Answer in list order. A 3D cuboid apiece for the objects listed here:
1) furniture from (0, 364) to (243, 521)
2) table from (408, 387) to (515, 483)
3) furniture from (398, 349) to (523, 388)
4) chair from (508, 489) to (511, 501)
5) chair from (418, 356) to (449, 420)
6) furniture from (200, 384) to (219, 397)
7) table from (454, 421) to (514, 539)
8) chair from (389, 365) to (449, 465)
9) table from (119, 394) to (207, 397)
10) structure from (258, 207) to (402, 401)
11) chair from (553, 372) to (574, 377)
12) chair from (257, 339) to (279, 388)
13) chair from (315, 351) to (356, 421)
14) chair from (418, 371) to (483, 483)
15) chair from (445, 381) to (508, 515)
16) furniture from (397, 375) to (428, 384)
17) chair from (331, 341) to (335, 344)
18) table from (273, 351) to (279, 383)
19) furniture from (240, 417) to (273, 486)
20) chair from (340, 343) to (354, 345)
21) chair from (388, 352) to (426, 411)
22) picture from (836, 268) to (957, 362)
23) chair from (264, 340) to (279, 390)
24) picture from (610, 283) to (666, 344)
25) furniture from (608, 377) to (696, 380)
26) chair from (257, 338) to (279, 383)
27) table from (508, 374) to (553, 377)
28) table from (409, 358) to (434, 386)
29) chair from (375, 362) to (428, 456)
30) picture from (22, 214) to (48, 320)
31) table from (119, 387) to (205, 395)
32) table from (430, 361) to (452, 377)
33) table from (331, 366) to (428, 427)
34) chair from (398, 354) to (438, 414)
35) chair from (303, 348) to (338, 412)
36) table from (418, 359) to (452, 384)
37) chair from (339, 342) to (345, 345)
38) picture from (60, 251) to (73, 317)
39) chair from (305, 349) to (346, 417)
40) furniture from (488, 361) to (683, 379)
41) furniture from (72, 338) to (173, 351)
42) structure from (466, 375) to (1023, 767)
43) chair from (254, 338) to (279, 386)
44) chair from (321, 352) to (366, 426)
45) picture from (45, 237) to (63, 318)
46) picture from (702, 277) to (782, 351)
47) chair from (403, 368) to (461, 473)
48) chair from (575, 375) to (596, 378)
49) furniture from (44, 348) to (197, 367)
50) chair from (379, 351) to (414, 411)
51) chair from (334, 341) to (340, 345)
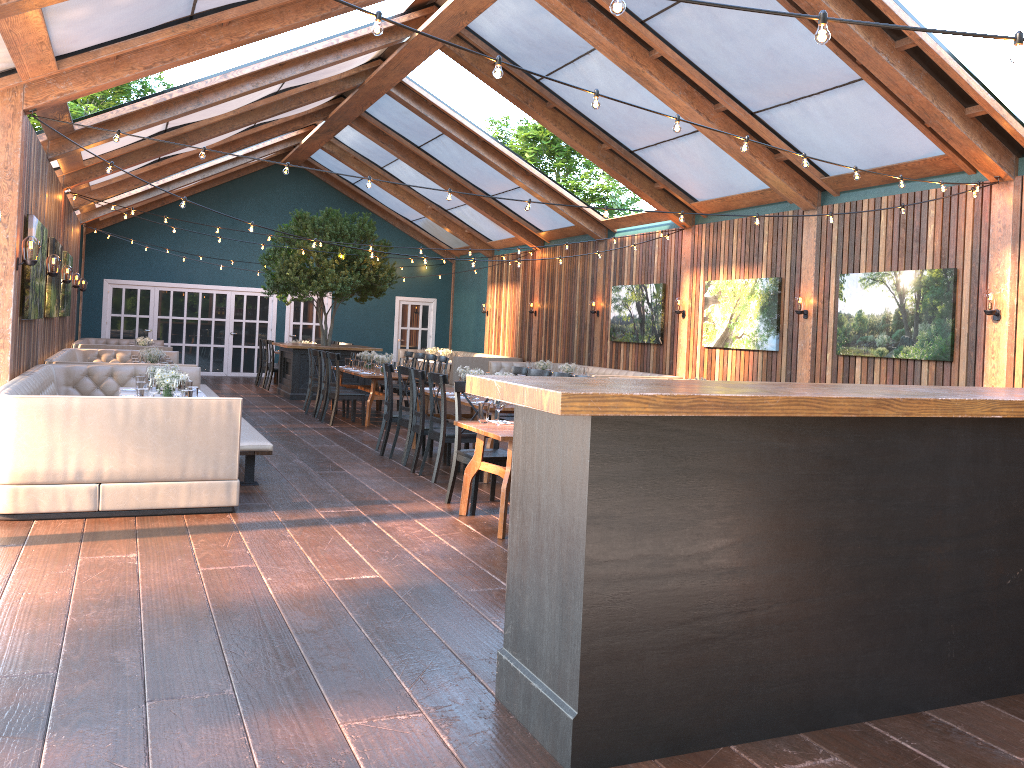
[{"bbox_3d":[-3.638,0.367,8.180,1.707,0.859,4.167,1,4,-24],"label":"furniture"},{"bbox_3d":[-0.332,0.499,9.606,0.949,0.729,2.437,2,3,-24],"label":"table"},{"bbox_3d":[-1.291,-0.292,20.751,1.707,0.859,4.167,1,4,-24],"label":"furniture"},{"bbox_3d":[0.301,0.514,7.474,0.477,1.020,0.540,3,0,-24],"label":"chair"},{"bbox_3d":[-1.233,0.090,13.244,0.539,1.020,0.478,3,0,-19],"label":"chair"},{"bbox_3d":[-4.480,0.278,12.761,0.312,0.399,2.334,2,3,-24],"label":"furniture"},{"bbox_3d":[0.826,0.711,7.023,2.428,0.730,0.952,1,2,-24],"label":"table"},{"bbox_3d":[-0.992,0.323,9.604,0.539,1.020,0.478,2,0,-27],"label":"chair"},{"bbox_3d":[-3.291,0.467,8.346,0.798,0.672,0.800,2,2,-24],"label":"table"},{"bbox_3d":[-3.552,-1.597,17.150,2.712,3.697,2.855,2,1,-15],"label":"structure"},{"bbox_3d":[0.362,0.387,9.602,0.539,1.020,0.478,3,0,-19],"label":"chair"},{"bbox_3d":[-5.084,-0.432,18.841,0.539,1.020,0.478,2,0,-29],"label":"chair"},{"bbox_3d":[-2.626,0.024,13.244,0.539,1.020,0.478,2,0,-21],"label":"chair"},{"bbox_3d":[-0.566,0.406,8.582,0.539,1.020,0.478,2,0,-24],"label":"chair"},{"bbox_3d":[-0.211,0.504,7.249,0.477,1.020,0.540,2,1,-29],"label":"chair"},{"bbox_3d":[-2.332,-0.084,20.335,0.312,0.399,2.334,2,3,-24],"label":"furniture"},{"bbox_3d":[-4.359,-0.493,20.382,0.539,1.020,0.478,2,0,-29],"label":"chair"},{"bbox_3d":[-4.599,-0.295,19.349,0.949,0.729,2.437,2,3,-24],"label":"table"},{"bbox_3d":[-2.667,0.616,8.622,0.312,0.399,2.334,2,3,-24],"label":"furniture"},{"bbox_3d":[-3.696,-0.366,18.819,0.539,1.020,0.478,2,1,-41],"label":"chair"},{"bbox_3d":[-1.682,0.006,14.270,0.539,1.020,0.478,2,0,-29],"label":"chair"},{"bbox_3d":[4.367,-0.797,10.159,0.065,0.997,1.654,3,2,-24],"label":"picture"},{"bbox_3d":[-4.815,-0.390,18.347,0.539,1.020,0.478,2,0,-24],"label":"chair"},{"bbox_3d":[2.135,-1.210,15.223,0.065,0.997,1.654,3,2,-24],"label":"picture"},{"bbox_3d":[2.946,0.497,11.075,1.707,0.859,4.167,1,4,-24],"label":"furniture"},{"bbox_3d":[-5.474,-0.515,19.893,0.539,1.020,0.478,3,0,-18],"label":"chair"},{"bbox_3d":[0.398,0.184,15.790,0.798,0.672,0.800,2,2,-25],"label":"table"},{"bbox_3d":[-2.034,-0.268,21.343,0.798,0.672,0.800,2,2,-24],"label":"table"},{"bbox_3d":[-1.246,0.280,10.112,0.539,1.020,0.478,3,0,-16],"label":"chair"},{"bbox_3d":[-4.894,-1.165,9.098,0.065,0.997,1.654,3,2,-24],"label":"picture"},{"bbox_3d":[-3.619,0.406,9.094,0.798,0.672,0.800,2,2,-25],"label":"table"},{"bbox_3d":[-1.379,-0.147,19.848,0.798,0.672,0.800,2,2,-25],"label":"table"},{"bbox_3d":[-2.142,0.162,13.739,0.949,0.729,2.437,2,3,-24],"label":"table"},{"bbox_3d":[-1.458,0.048,13.757,0.539,1.020,0.478,2,0,-24],"label":"chair"},{"bbox_3d":[-3.065,-0.059,14.275,0.539,1.020,0.478,3,0,-19],"label":"chair"},{"bbox_3d":[-1.707,-0.207,20.596,0.798,0.672,0.800,2,2,-24],"label":"table"},{"bbox_3d":[-3.909,-0.409,19.356,0.539,1.020,0.478,2,0,-24],"label":"chair"},{"bbox_3d":[-7.125,-1.578,14.161,0.065,0.997,1.654,3,2,-24],"label":"picture"},{"bbox_3d":[-2.874,-0.018,13.748,0.539,1.020,0.478,2,0,-29],"label":"chair"},{"bbox_3d":[1.132,0.159,15.218,1.707,0.859,4.167,1,4,-24],"label":"furniture"},{"bbox_3d":[-7.883,-0.424,17.874,1.707,0.859,4.167,1,4,-24],"label":"furniture"},{"bbox_3d":[3.066,0.692,4.572,6.794,1.275,0.858,1,1,-24],"label":"structure"},{"bbox_3d":[-5.322,-0.474,19.348,0.539,1.020,0.478,3,0,-19],"label":"chair"},{"bbox_3d":[-2.402,0.066,12.731,0.539,1.020,0.478,2,0,-29],"label":"chair"},{"bbox_3d":[-6.019,-1.373,11.652,0.065,0.997,1.654,3,2,-24],"label":"picture"},{"bbox_3d":[3.260,-1.002,12.669,0.065,0.997,1.654,3,2,-24],"label":"picture"},{"bbox_3d":[-0.797,0.364,9.092,0.539,1.020,0.478,3,0,-18],"label":"chair"},{"bbox_3d":[0.587,0.429,9.088,0.539,1.020,0.478,2,0,-24],"label":"chair"},{"bbox_3d":[-5.457,0.028,12.333,1.707,0.859,4.167,1,4,-24],"label":"furniture"},{"bbox_3d":[-1.907,-0.036,14.783,0.539,1.020,0.478,2,0,-24],"label":"chair"},{"bbox_3d":[-4.134,-0.451,19.869,0.539,1.020,0.478,3,0,-19],"label":"chair"}]
